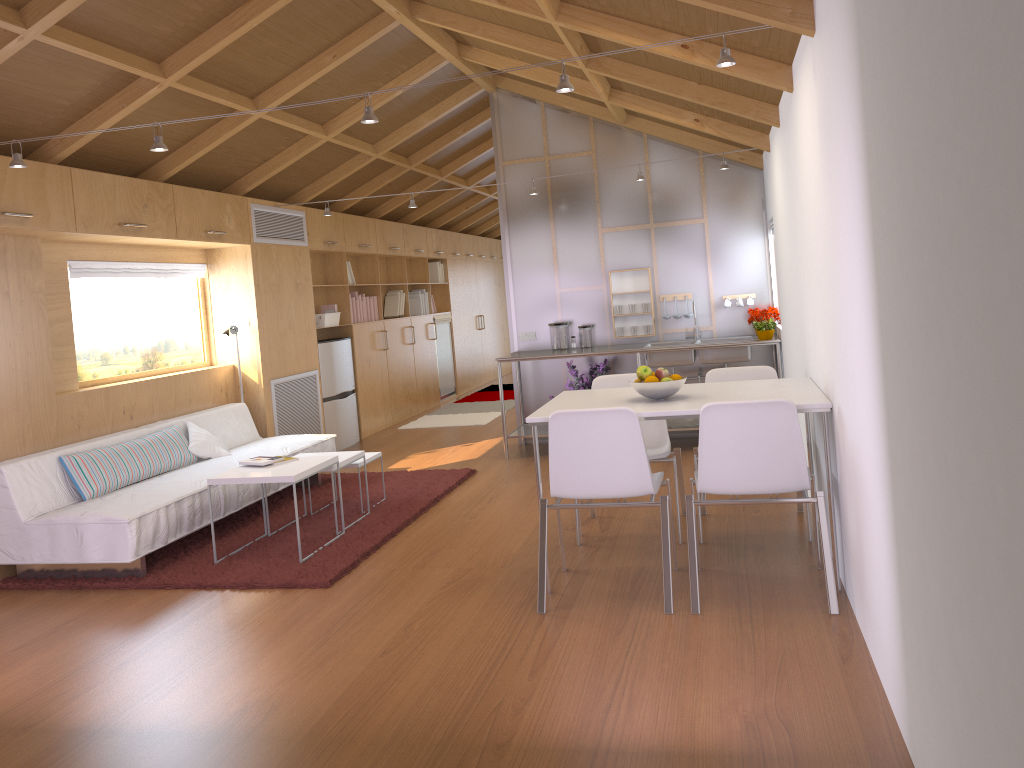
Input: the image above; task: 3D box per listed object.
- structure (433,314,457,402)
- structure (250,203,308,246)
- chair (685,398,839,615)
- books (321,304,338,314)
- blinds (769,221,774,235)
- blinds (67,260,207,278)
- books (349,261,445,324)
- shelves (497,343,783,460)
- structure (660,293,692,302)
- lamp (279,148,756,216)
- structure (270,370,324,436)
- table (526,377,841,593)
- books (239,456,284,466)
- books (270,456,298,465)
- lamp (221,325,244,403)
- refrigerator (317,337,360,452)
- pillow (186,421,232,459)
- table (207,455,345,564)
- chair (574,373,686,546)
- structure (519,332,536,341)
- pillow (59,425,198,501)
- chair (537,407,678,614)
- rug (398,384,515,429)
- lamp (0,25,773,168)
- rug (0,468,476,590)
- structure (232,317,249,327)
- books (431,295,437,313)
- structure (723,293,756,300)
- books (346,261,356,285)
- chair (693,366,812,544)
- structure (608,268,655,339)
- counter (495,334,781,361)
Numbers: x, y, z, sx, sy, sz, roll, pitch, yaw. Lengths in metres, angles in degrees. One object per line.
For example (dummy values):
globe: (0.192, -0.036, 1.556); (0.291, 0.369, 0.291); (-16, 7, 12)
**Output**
structure: (-0.963, -0.337, 11.177); (0.315, 1.076, 0.728); (-4, 3, 14)
structure: (-1.884, -1.285, 7.193); (0.013, 0.300, 0.907); (-4, 5, 14)
chair: (0.961, 0.430, 3.524); (0.530, 0.784, 0.549); (-4, 3, 14)
books: (-1.699, -0.638, 8.196); (0.150, 0.192, 0.089); (-4, 2, 14)
blinds: (1.927, -1.159, 6.495); (0.047, 0.110, 0.728); (-4, 6, 14)
blinds: (-2.528, -0.784, 6.082); (0.047, 0.110, 1.505); (-4, 6, 14)
books: (-1.292, -1.081, 9.993); (0.188, 0.656, 3.125); (-4, 5, 14)
shelves: (0.999, 0.110, 6.847); (2.089, 0.751, 0.635); (-4, 3, 14)
structure: (1.309, -0.693, 7.060); (0.250, 0.051, 0.016); (-3, 2, 14)
lamp: (-0.040, -1.494, 6.712); (3.823, 0.152, 0.073); (-3, 2, 14)
structure: (-1.746, 0.282, 7.252); (0.013, 0.719, 0.823); (-5, 4, 14)
table: (0.776, 0.422, 3.971); (1.207, 0.741, 0.903); (-4, 4, 14)
books: (-1.360, 0.417, 4.799); (0.193, 0.016, 0.153); (-1, 7, 33)
books: (-1.293, 0.421, 4.855); (0.193, 0.016, 0.153); (1, 8, 43)
lamp: (-2.026, 0.153, 6.637); (0.183, 1.194, 0.254); (-5, 1, -10)
refrigerator: (-1.649, 0.089, 8.098); (0.261, 0.985, 0.716); (-4, 3, 14)
pillow: (-1.992, 0.365, 5.792); (0.268, 0.251, 0.346); (-6, 4, -22)
table: (-1.237, 0.656, 4.693); (0.484, 0.437, 0.527); (-4, 4, 14)
chair: (0.595, 0.358, 4.546); (0.530, 0.784, 0.549); (-4, 3, 14)
structure: (0.129, -0.395, 7.359); (0.142, 0.071, 0.011); (-4, 2, 14)
pillow: (-2.211, 0.444, 5.203); (0.171, 0.251, 1.047); (-4, 5, 14)
chair: (0.385, 0.464, 3.664); (0.530, 0.784, 0.549); (-4, 3, 14)
rug: (-0.281, 0.214, 10.654); (0.915, 0.011, 3.741); (-3, 6, 14)
lamp: (-0.779, -1.120, 3.609); (3.823, 0.152, 0.073); (-3, 2, 14)
rug: (-1.466, 0.834, 5.442); (1.882, 0.020, 2.493); (-3, 6, 14)
structure: (-2.077, -0.474, 6.761); (0.142, 0.071, 0.011); (-4, 2, 14)
books: (-1.058, -1.014, 10.943); (0.175, 0.296, 0.281); (-4, 3, 14)
structure: (1.781, -0.684, 6.935); (0.250, 0.032, 0.041); (-3, 4, 14)
books: (-1.651, -1.101, 8.577); (0.175, 0.296, 0.281); (-4, 3, 14)
chair: (1.172, 0.324, 4.407); (0.530, 0.784, 0.549); (-4, 3, 14)
structure: (0.965, -0.648, 7.113); (0.327, 0.544, 0.077); (-4, 1, 14)
counter: (0.966, -0.282, 6.838); (2.106, 0.021, 0.653); (-3, 6, 14)
